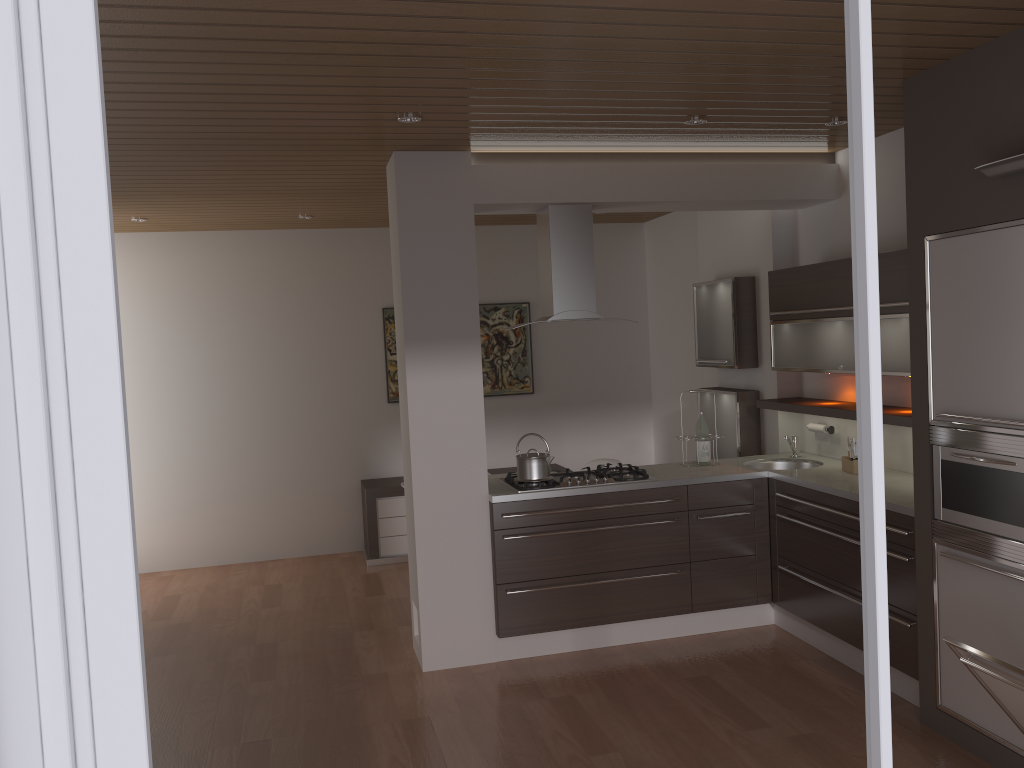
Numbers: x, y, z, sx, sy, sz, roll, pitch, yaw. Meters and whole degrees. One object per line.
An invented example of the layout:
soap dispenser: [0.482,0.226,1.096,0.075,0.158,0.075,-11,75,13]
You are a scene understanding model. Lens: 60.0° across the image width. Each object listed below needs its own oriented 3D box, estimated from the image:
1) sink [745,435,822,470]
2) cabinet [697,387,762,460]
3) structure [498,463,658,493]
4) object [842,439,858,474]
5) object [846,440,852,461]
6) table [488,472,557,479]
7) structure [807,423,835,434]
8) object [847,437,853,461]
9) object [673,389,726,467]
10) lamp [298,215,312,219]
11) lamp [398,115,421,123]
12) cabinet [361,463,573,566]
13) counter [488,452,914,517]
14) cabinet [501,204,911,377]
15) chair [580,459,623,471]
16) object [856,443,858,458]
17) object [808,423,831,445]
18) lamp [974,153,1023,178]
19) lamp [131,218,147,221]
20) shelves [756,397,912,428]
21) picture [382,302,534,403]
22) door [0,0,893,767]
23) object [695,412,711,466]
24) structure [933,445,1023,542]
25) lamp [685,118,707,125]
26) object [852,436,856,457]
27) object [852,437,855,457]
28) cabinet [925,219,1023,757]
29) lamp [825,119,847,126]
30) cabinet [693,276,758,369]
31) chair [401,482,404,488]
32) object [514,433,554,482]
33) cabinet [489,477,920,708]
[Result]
sink: [1.596,0.487,5.252,0.450,0.347,0.494,-3,3,-7]
cabinet: [1.480,0.337,6.123,0.194,0.600,0.598,-4,3,-13]
structure: [0.361,0.519,5.020,0.797,0.047,0.494,-4,3,-13]
object: [1.868,0.391,4.811,0.100,0.170,0.173,-3,3,-2]
object: [1.831,0.389,4.786,0.019,0.178,0.044,-5,4,-38]
table: [0.045,1.044,5.832,0.800,0.758,1.100,-4,3,-13]
structure: [1.873,0.265,5.325,0.087,0.049,0.237,-4,3,-13]
object: [1.820,0.379,4.759,0.042,0.192,0.040,-1,3,33]
object: [1.129,0.260,5.356,0.291,0.453,0.210,-3,3,-8]
lamp: [-1.534,-1.260,6.574,0.102,0.055,0.102,-5,3,-30]
lamp: [-0.447,-1.176,3.856,0.102,0.055,0.102,-5,3,-30]
cabinet: [-0.366,1.061,7.382,1.740,0.608,0.540,-4,3,-13]
counter: [1.020,0.551,4.530,2.150,0.036,1.850,-4,3,-13]
cabinet: [1.049,-0.530,4.550,2.058,1.032,1.399,-3,3,-9]
chair: [0.492,0.967,6.029,0.608,0.847,0.491,-6,4,-43]
object: [1.857,0.379,4.773,0.020,0.196,0.017,-2,3,10]
object: [1.847,0.300,5.335,0.053,0.119,0.165,-4,3,-14]
lamp: [1.802,-0.732,2.667,0.139,0.033,1.020,-4,3,-13]
lamp: [-2.656,-1.190,6.307,0.102,0.055,0.102,-5,3,-30]
shelves: [1.908,0.151,4.728,0.313,0.050,1.850,-4,3,-13]
picture: [-0.447,-0.275,7.595,1.277,0.801,0.018,-4,3,-13]
door: [0.552,0.273,1.344,2.300,2.700,0.101,-4,3,-13]
object: [1.140,0.326,5.307,0.091,0.319,0.091,-2,3,22]
structure: [1.781,0.410,3.339,0.049,0.301,0.569,-4,3,-13]
lamp: [0.864,-1.257,4.168,0.102,0.055,0.102,-5,4,-41]
object: [1.849,0.379,4.781,0.018,0.196,0.022,-3,3,-12]
object: [1.838,0.381,4.761,0.023,0.196,0.018,-3,3,-12]
cabinet: [1.997,0.405,2.778,1.047,1.948,1.796,-4,3,-13]
lamp: [1.587,-1.302,4.341,0.102,0.055,0.102,-2,3,15]
cabinet: [1.389,-0.407,6.053,0.172,0.600,0.619,-4,3,-28]
chair: [-0.376,1.031,5.629,0.608,0.847,0.491,-3,3,-8]
object: [0.114,0.392,4.836,0.221,0.251,0.221,-4,3,-21]
cabinet: [1.043,1.003,4.553,2.150,0.870,1.850,-4,3,-13]
